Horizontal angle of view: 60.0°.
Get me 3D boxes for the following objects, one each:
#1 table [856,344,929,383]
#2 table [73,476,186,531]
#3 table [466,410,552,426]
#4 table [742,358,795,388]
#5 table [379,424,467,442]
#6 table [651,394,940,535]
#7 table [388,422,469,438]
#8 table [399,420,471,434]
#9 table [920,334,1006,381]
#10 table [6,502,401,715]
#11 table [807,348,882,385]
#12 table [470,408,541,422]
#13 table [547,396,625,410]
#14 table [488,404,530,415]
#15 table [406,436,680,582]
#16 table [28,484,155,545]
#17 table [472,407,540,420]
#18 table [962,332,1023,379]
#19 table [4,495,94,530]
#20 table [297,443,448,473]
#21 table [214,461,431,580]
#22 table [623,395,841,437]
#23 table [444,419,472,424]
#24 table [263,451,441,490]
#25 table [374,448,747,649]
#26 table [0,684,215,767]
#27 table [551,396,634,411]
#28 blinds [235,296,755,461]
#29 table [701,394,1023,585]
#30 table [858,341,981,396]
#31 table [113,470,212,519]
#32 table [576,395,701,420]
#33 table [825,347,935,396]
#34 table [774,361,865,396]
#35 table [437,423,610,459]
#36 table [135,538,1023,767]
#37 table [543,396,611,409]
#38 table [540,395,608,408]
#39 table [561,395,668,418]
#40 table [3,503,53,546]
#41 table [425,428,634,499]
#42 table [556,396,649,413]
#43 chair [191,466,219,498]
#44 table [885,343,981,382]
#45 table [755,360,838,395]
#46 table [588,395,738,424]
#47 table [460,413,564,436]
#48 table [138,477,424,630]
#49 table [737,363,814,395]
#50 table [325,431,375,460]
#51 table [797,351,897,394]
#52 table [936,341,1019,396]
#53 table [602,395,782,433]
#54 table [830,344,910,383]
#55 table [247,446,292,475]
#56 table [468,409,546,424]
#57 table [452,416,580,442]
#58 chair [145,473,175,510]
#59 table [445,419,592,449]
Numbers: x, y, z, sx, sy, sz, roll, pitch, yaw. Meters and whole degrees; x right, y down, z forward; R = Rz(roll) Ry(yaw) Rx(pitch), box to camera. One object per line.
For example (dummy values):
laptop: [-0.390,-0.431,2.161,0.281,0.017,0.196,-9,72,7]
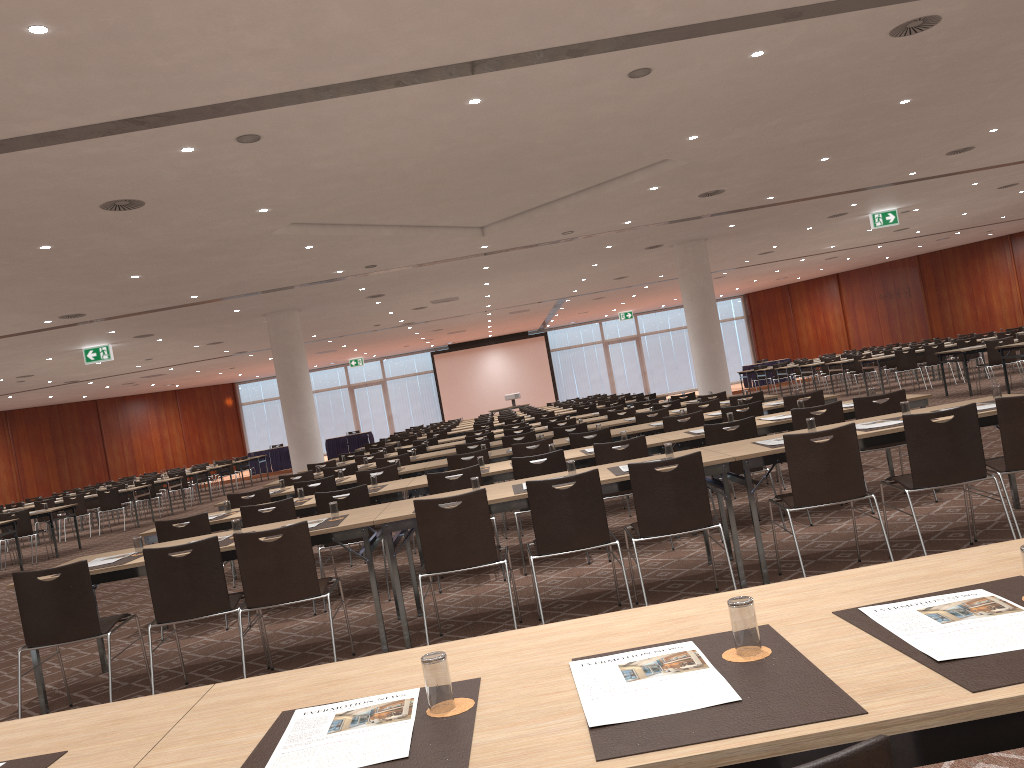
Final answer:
table: [11.147,-0.633,25.680,2.267,0.833,0.953,-10,0,-1]
table: [-9.107,2.862,21.268,2.267,0.833,0.953,-10,0,-1]
table: [-0.020,1.296,23.453,2.267,0.833,0.953,-10,0,-1]
table: [9.504,-0.399,32.871,1.712,0.832,1.042,-10,0,-1]
table: [-2.255,1.686,23.408,2.267,0.833,0.953,-10,0,-1]
table: [2.523,0.699,8.002,2.267,0.833,0.953,-10,0,-1]
table: [-2.295,1.713,25.407,2.267,0.833,0.953,-10,0,-1]
table: [-2.334,1.739,27.407,2.267,0.833,0.953,-10,0,-1]
table: [11.226,-0.686,21.681,2.267,0.833,0.953,-10,0,-1]
table: [-1.909,1.453,5.911,2.267,0.833,0.953,-10,0,-1]
table: [11.067,-0.580,29.679,2.267,0.833,0.953,-10,0,-1]
table: [-0.099,1.349,27.452,2.267,0.833,0.953,-10,0,-1]
table: [2.176,0.932,25.498,2.267,0.833,0.953,-10,0,-1]
table: [-0.038,1.266,32.694,1.539,0.832,0.953,-10,0,-1]
table: [0.287,1.090,7.956,2.267,0.833,0.953,-10,0,-1]
table: [-9.068,2.835,19.269,2.267,0.833,0.953,-10,0,-1]
table: [-0.138,1.376,29.452,2.267,0.833,0.953,-10,0,-1]
table: [11.265,-0.713,19.681,2.267,0.833,0.953,-10,0,-1]
table: [-11.343,3.252,21.223,2.267,0.833,0.953,-10,0,-1]
table: [-2.067,1.560,13.910,2.267,0.833,0.953,-10,0,-1]
table: [-1.988,1.506,9.910,2.267,0.833,0.953,-10,0,-1]
table: [2.483,0.726,10.001,2.267,0.833,0.953,-10,0,-1]
table: [-2.374,1.766,29.406,2.267,0.833,0.953,-10,0,-1]
table: [-2.028,1.533,11.910,2.267,0.833,0.953,-10,0,-1]
table: [0.326,1.063,5.957,2.267,0.833,0.953,-10,0,-1]
table: [-1.829,1.399,1.869,2.267,0.833,0.953,-10,0,-1]
table: [2.216,0.906,23.498,2.267,0.833,0.953,-10,0,-1]
blinds: [-0.642,-0.084,39.196,22.851,3.816,0.115,-10,0,-1]
table: [2.562,0.673,6.002,2.267,0.833,0.953,-10,0,-1]
table: [9.030,-0.322,19.636,2.267,0.833,0.953,-10,0,-1]
table: [-9.147,2.888,23.268,2.267,0.833,0.953,-10,0,-1]
table: [2.364,0.806,16.000,2.267,0.833,0.953,-10,0,-1]
table: [8.990,-0.296,21.635,2.267,0.833,0.953,-10,0,-1]
table: [8.911,-0.243,25.635,2.267,0.833,0.953,-10,0,-1]
table: [0.208,1.143,11.955,2.267,0.833,0.953,-10,0,-1]
table: [0.406,1.009,1.914,2.267,0.833,0.953,-10,0,-1]
table: [2.137,0.959,27.498,2.267,0.833,0.953,-10,0,-1]
table: [2.097,0.986,29.497,2.267,0.833,0.953,-10,0,-1]
table: [2.295,0.853,19.499,2.267,0.833,0.953,-10,0,-1]
table: [-11.303,3.225,19.223,2.267,0.833,0.953,-10,0,-1]
table: [0.247,1.116,9.956,2.267,0.833,0.953,-10,0,-1]
table: [2.256,0.879,21.499,2.267,0.833,0.953,-10,0,-1]
chair: [-8.563,2.746,24.600,0.535,0.939,0.614,-10,0,1]
table: [11.186,-0.659,23.680,2.267,0.833,0.953,-10,0,-1]
table: [8.871,-0.216,27.634,2.267,0.833,0.953,-10,0,-1]
table: [2.404,0.779,14.000,2.267,0.833,0.953,-10,0,-1]
table: [0.059,1.243,19.454,2.267,0.833,0.953,-10,0,-1]
table: [-1.949,1.480,7.911,2.267,0.833,0.953,-10,0,-1]
table: [8.832,-0.189,29.634,2.267,0.833,0.953,-10,0,-1]
table: [-5.930,2.294,32.558,1.712,0.832,1.042,-10,0,-1]
table: [8.950,-0.269,23.635,2.267,0.833,0.953,-10,0,-1]
table: [9.099,-0.369,16.137,2.267,0.833,0.953,-10,0,-1]
table: [2.443,0.753,12.001,2.267,0.833,0.953,-10,0,-1]
table: [11.107,-0.606,27.680,2.267,0.833,0.953,-10,0,-1]
table: [-8.731,2.783,32.501,1.712,0.832,1.042,-10,0,-1]
table: [-0.059,1.322,25.453,2.267,0.833,0.953,-10,0,-1]
table: [0.129,1.196,15.955,2.267,0.833,0.953,-10,0,-1]
chair: [-9.857,2.973,24.715,0.535,0.939,0.614,-10,0,-1]
table: [0.168,1.169,13.955,2.267,0.833,0.953,-10,0,-1]
